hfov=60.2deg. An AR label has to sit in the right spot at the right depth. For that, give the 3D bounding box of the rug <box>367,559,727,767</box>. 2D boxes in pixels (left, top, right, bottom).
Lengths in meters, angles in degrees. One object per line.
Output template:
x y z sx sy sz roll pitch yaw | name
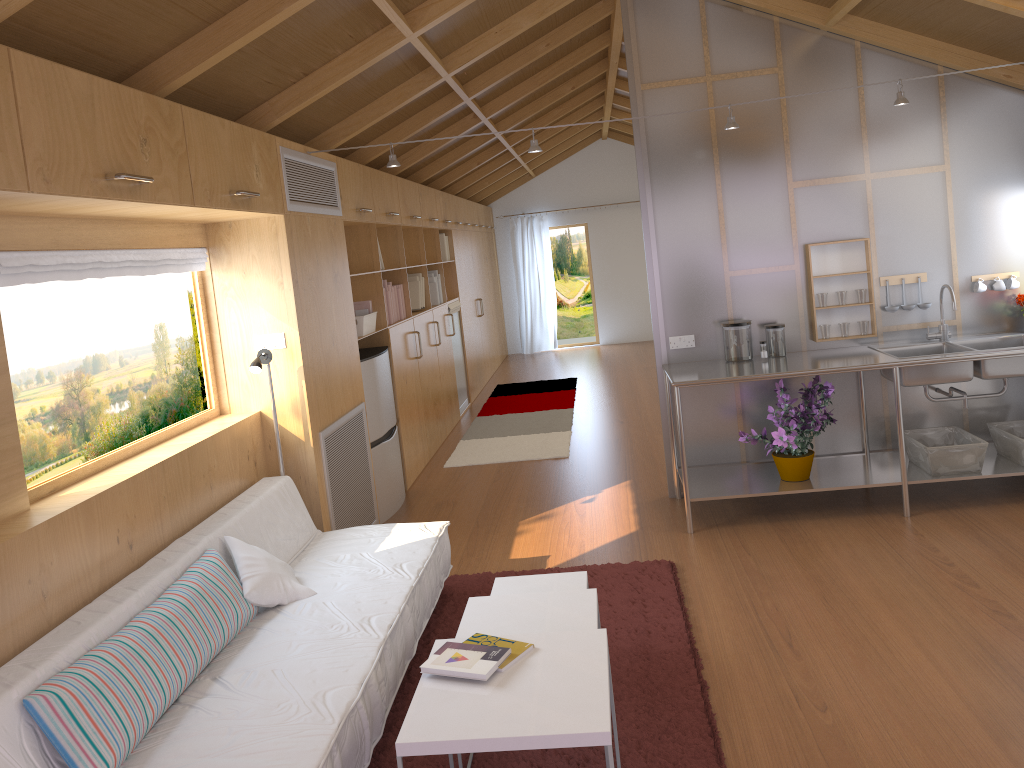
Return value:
-0.303 1.123 2.961 1.883 0.020 2.502 -5 9 6 | rug

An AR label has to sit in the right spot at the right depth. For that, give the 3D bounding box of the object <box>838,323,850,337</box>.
1.848 -0.300 4.913 0.061 0.076 0.061 -8 6 -20 | object

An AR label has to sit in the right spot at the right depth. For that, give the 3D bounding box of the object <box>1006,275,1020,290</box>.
2.738 -0.557 4.831 0.059 0.079 0.063 -6 6 6 | object

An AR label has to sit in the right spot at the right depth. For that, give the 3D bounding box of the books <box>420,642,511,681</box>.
-0.121 0.725 2.321 0.193 0.016 0.154 -2 9 25 | books

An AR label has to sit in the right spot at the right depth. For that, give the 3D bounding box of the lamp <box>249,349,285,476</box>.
-1.044 0.429 4.040 0.183 1.190 0.255 -8 5 -18 | lamp

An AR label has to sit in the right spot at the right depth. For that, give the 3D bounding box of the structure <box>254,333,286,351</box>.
-1.131 -0.197 4.132 0.142 0.070 0.011 -5 4 6 | structure

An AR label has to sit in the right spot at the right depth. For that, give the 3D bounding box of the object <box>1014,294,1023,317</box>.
2.805 -0.353 4.527 0.233 0.233 0.694 -6 8 7 | object

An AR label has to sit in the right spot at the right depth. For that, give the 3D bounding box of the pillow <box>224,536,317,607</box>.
-0.886 0.667 3.215 0.269 0.250 0.346 -10 8 -30 | pillow

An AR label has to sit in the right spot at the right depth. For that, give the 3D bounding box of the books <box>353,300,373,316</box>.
-0.963 -0.426 5.602 0.150 0.191 0.089 -6 5 6 | books

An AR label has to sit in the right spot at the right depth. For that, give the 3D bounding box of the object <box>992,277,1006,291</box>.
2.660 -0.548 4.833 0.059 0.080 0.063 -5 6 13 | object

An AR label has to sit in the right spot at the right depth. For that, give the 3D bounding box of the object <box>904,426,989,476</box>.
2.234 0.348 4.584 0.298 0.158 0.418 -5 8 6 | object

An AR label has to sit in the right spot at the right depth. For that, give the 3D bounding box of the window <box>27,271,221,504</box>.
-1.504 -0.123 3.411 0.035 0.785 1.509 -6 8 6 | window

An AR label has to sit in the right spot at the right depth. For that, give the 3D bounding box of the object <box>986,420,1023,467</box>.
2.684 0.306 4.540 0.298 0.158 0.418 -5 8 6 | object

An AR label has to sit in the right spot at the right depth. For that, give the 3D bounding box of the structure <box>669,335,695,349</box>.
0.970 -0.239 5.040 0.142 0.070 0.011 -5 4 6 | structure

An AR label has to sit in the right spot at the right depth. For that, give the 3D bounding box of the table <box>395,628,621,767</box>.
0.023 0.961 2.243 0.485 0.435 0.529 -6 7 6 | table

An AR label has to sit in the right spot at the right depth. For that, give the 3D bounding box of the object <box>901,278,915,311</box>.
2.175 -0.491 4.866 0.074 0.182 0.075 -3 6 37 | object

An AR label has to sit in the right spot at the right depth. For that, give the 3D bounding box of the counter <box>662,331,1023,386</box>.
1.874 -0.147 4.646 2.107 0.021 0.655 -5 9 6 | counter

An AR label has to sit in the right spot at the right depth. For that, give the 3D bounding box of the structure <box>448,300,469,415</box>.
-0.645 -0.262 8.677 0.315 1.072 0.731 -6 6 6 | structure

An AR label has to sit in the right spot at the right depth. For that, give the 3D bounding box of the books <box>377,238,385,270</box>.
-0.983 -0.903 5.968 0.175 0.295 0.282 -6 6 6 | books

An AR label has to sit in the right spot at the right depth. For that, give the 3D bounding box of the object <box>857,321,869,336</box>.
1.950 -0.309 4.903 0.061 0.076 0.061 -8 6 -20 | object

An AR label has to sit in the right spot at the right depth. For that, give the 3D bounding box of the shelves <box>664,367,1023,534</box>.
1.917 0.241 4.674 2.090 0.748 0.637 -5 6 6 | shelves

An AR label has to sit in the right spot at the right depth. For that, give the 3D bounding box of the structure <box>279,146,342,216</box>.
-1.024 -1.028 4.555 0.013 0.298 0.911 -6 8 6 | structure

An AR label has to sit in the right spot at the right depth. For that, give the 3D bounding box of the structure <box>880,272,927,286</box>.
2.171 -0.579 4.899 0.250 0.051 0.016 -5 5 6 | structure

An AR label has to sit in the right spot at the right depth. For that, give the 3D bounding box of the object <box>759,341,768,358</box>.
1.370 -0.188 4.814 0.037 0.092 0.037 -4 5 21 | object

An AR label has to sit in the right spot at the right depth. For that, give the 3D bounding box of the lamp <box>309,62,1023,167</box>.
0.862 -1.304 4.331 3.825 0.152 0.073 -5 5 6 | lamp

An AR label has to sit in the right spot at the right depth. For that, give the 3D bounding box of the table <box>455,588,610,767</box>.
0.067 0.914 2.703 0.424 0.381 0.462 -6 7 6 | table

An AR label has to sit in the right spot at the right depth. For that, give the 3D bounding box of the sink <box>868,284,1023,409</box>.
2.339 -0.201 4.626 0.809 0.636 0.568 -6 6 6 | sink

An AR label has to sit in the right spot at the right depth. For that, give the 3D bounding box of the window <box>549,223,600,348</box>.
0.763 -1.427 12.981 0.874 1.775 0.026 -6 4 6 | window

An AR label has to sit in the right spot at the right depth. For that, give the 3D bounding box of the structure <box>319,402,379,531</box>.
-0.851 0.524 4.695 0.013 0.716 0.826 -6 7 6 | structure

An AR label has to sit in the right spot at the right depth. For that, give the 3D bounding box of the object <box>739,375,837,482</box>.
1.464 0.229 4.600 0.525 0.549 0.354 -7 5 -3 | object

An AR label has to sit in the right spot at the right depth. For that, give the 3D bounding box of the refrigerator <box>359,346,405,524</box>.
-0.878 0.298 5.541 0.261 0.981 0.719 -6 6 6 | refrigerator

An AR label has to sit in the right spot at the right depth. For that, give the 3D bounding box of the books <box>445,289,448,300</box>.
-0.726 -0.925 8.404 0.175 0.295 0.282 -6 6 6 | books

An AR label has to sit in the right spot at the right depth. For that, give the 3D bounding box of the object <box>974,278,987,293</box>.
2.568 -0.541 4.848 0.059 0.079 0.063 -6 6 6 | object

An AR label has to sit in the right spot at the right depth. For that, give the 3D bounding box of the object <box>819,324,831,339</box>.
1.745 -0.290 4.923 0.061 0.076 0.062 -4 6 18 | object

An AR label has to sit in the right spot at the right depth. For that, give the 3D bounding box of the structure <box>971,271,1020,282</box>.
2.655 -0.587 4.841 0.250 0.032 0.042 -5 7 6 | structure

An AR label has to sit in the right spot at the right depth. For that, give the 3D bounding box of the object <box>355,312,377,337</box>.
-0.967 -0.365 5.482 0.203 0.122 0.353 -5 8 6 | object

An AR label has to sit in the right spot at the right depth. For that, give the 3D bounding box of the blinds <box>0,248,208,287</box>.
-1.491 -0.462 3.382 0.047 0.110 1.510 -6 9 6 | blinds

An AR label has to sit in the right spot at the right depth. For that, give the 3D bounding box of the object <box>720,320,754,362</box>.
1.251 -0.238 4.899 0.171 0.214 0.173 -4 6 19 | object

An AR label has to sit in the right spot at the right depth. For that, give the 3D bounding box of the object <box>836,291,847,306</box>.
1.828 -0.474 4.900 0.061 0.076 0.061 -8 6 -20 | object

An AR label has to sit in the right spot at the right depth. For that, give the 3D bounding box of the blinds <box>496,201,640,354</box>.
1.287 -1.568 12.755 2.845 2.024 0.234 -6 4 5 | blinds

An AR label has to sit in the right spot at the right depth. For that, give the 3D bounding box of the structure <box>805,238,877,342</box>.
1.825 -0.520 4.904 0.327 0.542 0.077 -6 4 6 | structure

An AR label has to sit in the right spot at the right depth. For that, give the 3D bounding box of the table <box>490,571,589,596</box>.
0.107 0.886 3.103 0.341 0.306 0.372 -6 7 6 | table

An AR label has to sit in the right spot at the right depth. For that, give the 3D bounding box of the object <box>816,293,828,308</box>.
1.726 -0.465 4.910 0.061 0.076 0.062 -4 6 18 | object

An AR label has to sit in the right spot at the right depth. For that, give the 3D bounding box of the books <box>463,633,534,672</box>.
-0.061 0.724 2.386 0.193 0.016 0.154 0 10 35 | books

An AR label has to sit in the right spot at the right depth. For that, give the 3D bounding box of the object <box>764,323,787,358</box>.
1.462 -0.240 4.900 0.113 0.176 0.114 -4 6 26 | object

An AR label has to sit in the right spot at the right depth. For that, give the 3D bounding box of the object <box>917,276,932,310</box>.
2.260 -0.499 4.857 0.074 0.182 0.075 -3 6 37 | object

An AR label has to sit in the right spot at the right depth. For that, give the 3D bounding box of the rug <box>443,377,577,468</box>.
0.119 0.273 8.276 0.916 0.011 3.754 -5 9 6 | rug

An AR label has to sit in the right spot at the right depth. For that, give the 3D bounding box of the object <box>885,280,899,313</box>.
2.090 -0.483 4.874 0.074 0.182 0.075 -3 6 37 | object

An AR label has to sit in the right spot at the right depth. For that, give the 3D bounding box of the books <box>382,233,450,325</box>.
-0.826 -0.948 7.426 0.188 0.653 3.136 -6 8 6 | books

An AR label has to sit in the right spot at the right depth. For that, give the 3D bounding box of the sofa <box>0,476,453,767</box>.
-0.797 0.875 2.874 0.862 0.624 2.375 -6 8 6 | sofa

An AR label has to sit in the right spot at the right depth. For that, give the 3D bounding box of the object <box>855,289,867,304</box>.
1.931 -0.484 4.890 0.061 0.076 0.061 -8 6 -20 | object

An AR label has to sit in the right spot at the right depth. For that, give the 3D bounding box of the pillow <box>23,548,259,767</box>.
-1.018 0.777 2.603 0.171 0.250 1.051 -6 8 6 | pillow
